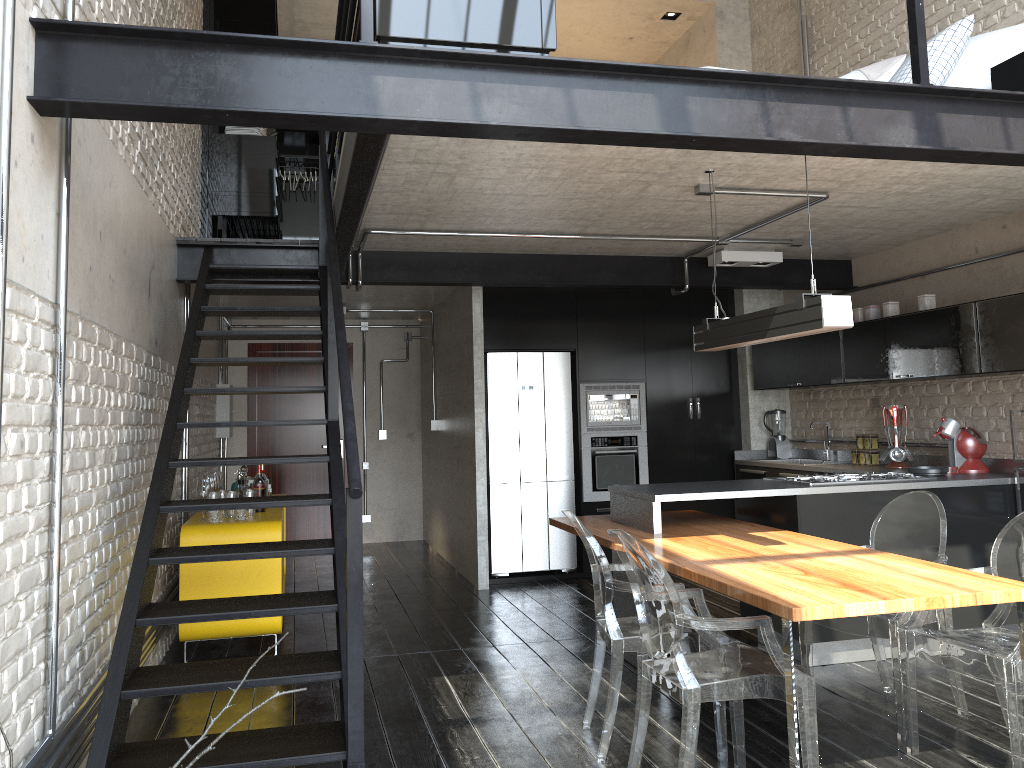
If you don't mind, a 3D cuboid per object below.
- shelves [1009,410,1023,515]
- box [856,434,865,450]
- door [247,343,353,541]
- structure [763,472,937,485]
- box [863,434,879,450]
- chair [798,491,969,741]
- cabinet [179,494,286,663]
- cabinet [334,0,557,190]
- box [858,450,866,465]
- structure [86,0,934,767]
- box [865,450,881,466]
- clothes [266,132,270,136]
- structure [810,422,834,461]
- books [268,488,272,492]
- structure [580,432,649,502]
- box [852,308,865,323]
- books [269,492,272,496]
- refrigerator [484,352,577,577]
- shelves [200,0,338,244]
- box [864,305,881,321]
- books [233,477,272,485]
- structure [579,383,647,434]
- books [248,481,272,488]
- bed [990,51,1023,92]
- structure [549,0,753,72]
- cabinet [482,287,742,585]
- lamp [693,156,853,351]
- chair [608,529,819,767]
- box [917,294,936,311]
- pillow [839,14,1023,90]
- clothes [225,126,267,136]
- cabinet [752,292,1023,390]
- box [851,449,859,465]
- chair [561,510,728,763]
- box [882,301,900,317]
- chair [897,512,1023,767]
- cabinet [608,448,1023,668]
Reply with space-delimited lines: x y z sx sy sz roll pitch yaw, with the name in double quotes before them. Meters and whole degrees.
"shelves" 3.082 0.581 4.336 0.288 0.932 1.244 0 -4 -14
"box" 2.559 0.422 6.442 0.081 0.111 0.080 2 -6 -39
"door" -2.324 0.656 9.755 1.133 2.229 0.194 0 -6 -14
"structure" 1.947 0.541 5.131 0.811 0.026 0.499 -1 -2 -14
"box" 2.580 0.418 6.360 0.081 0.111 0.080 0 -5 -19
"chair" 1.683 0.971 3.955 0.589 0.946 0.537 1 -6 -29
"cabinet" -1.834 1.226 6.020 0.548 0.774 2.190 0 -3 -14
"cabinet" -0.524 -1.294 4.474 0.606 0.554 3.164 -1 -2 -14
"box" 2.561 0.530 6.396 0.081 0.111 0.080 0 -5 -19
"structure" 0.733 -0.184 4.679 4.784 3.360 3.767 -1 -4 -14
"box" 2.576 0.527 6.318 0.081 0.111 0.080 -1 -5 -4
"clothes" -2.295 -2.147 8.005 0.281 0.268 0.369 -1 -3 -6
"structure" 2.451 0.457 7.052 0.177 0.312 0.089 0 -6 -14
"books" -1.988 0.813 6.819 0.259 0.031 0.327 -1 -2 -16
"structure" 0.820 0.702 7.614 0.581 0.561 0.482 0 -4 -14
"box" 2.479 -0.483 6.290 0.081 0.111 0.080 0 -5 -14
"books" -1.998 0.851 6.824 0.259 0.044 0.349 -1 -2 -12
"refrigerator" 0.116 0.657 7.488 0.724 1.835 0.495 0 -6 -14
"shelves" -1.837 -2.213 8.740 2.124 2.807 2.660 0 -4 -14
"box" 2.511 -0.489 6.159 0.081 0.111 0.080 0 -5 -14
"books" -1.996 0.747 6.824 0.259 0.038 0.323 -1 -2 -12
"structure" 0.803 0.213 7.681 0.581 0.423 0.446 -1 -4 -14
"books" -2.002 0.782 6.831 0.287 0.031 0.349 -1 -2 -14
"bed" 1.530 -1.449 5.643 2.695 0.846 4.457 -1 -2 -14
"structure" 0.731 -2.185 9.316 2.593 2.968 2.776 0 -4 -14
"cabinet" 0.825 0.366 7.705 2.320 2.489 0.550 0 -6 -13
"lamp" 1.048 -0.626 3.782 0.125 0.895 1.082 0 -4 -14
"chair" 0.634 0.963 3.040 0.590 0.946 0.537 0 -5 -14
"box" 2.645 -0.512 5.641 0.081 0.111 0.080 0 -5 -14
"pillow" 2.198 -1.720 5.613 1.144 0.737 2.127 -1 -3 -16
"clothes" -2.259 -2.192 7.574 0.350 0.317 0.469 -1 -3 -9
"cabinet" 2.692 -0.242 5.743 0.399 0.423 3.875 0 -2 -14
"box" 2.537 0.534 6.477 0.081 0.111 0.080 -1 -5 -9
"chair" 0.511 0.990 3.667 0.590 0.946 0.537 -1 -5 -4
"box" 2.560 -0.497 5.974 0.081 0.111 0.080 0 -5 -14
"chair" 1.869 0.942 3.316 0.590 0.946 0.537 0 -5 -19
"cabinet" 1.581 1.019 5.999 2.431 1.010 2.732 -1 -3 -14
